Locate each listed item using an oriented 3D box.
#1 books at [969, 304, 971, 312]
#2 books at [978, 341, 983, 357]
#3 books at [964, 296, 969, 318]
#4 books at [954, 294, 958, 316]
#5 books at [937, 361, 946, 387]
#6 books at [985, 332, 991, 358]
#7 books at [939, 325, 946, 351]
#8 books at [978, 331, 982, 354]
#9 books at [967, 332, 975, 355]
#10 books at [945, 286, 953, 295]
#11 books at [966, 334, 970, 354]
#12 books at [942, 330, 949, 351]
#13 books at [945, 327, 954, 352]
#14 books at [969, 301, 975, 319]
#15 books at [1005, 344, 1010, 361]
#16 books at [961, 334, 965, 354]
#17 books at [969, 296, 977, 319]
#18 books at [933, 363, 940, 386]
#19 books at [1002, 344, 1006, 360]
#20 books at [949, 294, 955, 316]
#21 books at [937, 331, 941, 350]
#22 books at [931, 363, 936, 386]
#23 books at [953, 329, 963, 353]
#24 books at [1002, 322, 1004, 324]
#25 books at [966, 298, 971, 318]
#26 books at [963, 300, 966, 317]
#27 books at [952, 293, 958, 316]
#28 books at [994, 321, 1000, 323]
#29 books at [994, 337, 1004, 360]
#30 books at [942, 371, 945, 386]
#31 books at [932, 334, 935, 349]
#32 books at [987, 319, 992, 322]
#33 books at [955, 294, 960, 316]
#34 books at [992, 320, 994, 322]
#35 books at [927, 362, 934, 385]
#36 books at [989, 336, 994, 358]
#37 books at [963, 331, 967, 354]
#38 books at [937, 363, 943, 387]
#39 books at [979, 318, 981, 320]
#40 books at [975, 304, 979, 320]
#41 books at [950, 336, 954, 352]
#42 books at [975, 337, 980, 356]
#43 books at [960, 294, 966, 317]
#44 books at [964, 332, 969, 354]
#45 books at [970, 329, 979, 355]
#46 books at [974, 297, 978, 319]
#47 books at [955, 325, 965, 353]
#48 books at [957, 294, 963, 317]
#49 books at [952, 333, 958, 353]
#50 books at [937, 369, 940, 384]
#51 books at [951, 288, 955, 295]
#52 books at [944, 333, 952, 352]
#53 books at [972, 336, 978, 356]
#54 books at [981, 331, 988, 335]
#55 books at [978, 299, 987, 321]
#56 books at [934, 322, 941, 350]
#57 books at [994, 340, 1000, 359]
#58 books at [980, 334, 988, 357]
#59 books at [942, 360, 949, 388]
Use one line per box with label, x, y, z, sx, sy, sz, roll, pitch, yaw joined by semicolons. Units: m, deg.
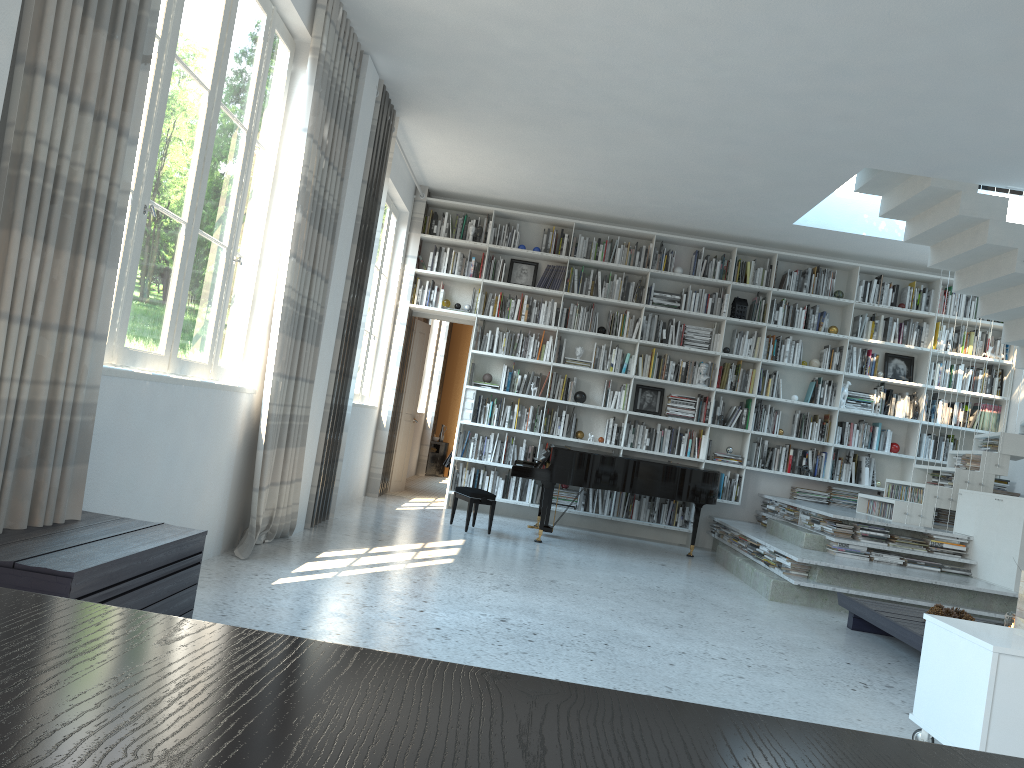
books;4.715;-0.755;9.210;0.014;0.226;0.133;9;-2;2
books;4.817;-0.346;9.185;0.034;0.182;0.156;9;-2;2
books;4.672;-0.775;9.203;0.027;0.249;0.154;9;-2;2
books;4.564;-0.797;9.200;0.014;0.260;0.167;9;-2;2
books;4.409;-0.094;9.153;0.014;0.285;0.185;9;-2;2
books;4.887;-0.388;9.177;0.023;0.287;0.163;9;-2;2
books;4.376;-0.462;9.095;0.026;0.263;0.189;9;-2;2
books;4.796;-0.399;9.188;0.024;0.281;0.153;9;-2;2
books;4.669;-0.403;9.123;0.042;0.242;0.248;9;-2;2
books;4.511;-0.842;9.208;0.014;0.331;0.143;9;-2;2
books;4.640;-0.399;9.101;0.013;0.222;0.174;9;-2;2
books;4.409;-0.436;9.105;0.049;0.223;0.161;9;-2;2
books;4.472;-0.446;9.113;0.023;0.263;0.158;9;-2;2
books;4.733;-0.744;9.196;0.026;0.208;0.163;9;-2;2
books;5.080;-0.323;9.156;0.011;0.216;0.170;9;-2;2
books;4.592;-0.398;9.105;0.014;0.206;0.184;9;-2;2
books;4.767;-0.777;9.203;0.012;0.285;0.159;9;-2;2
books;4.351;-0.083;9.156;0.023;0.247;0.182;9;-2;2
books;5.057;-0.341;9.175;0.040;0.246;0.160;9;-2;2
books;4.522;-0.796;9.192;0.023;0.243;0.182;9;-2;2
books;4.347;-0.437;9.103;0.024;0.205;0.166;9;-2;2
books;4.327;-0.087;9.185;0.026;0.250;0.161;9;-2;2
books;4.556;-0.428;9.099;0.023;0.253;0.189;9;-2;2
books;5.070;-0.732;9.164;0.014;0.286;0.190;9;-2;2
books;4.696;-0.765;9.194;0.025;0.237;0.143;9;-2;2
books;4.652;-0.772;9.193;0.011;0.236;0.148;9;-2;2
books;4.555;-0.822;9.193;0.012;0.306;0.184;9;-2;2
books;5.005;-0.706;9.168;0.012;0.216;0.192;9;-2;2
books;5.024;-0.352;9.176;0.029;0.258;0.163;9;-2;2
books;4.423;-0.042;9.183;0.028;0.191;0.136;9;-2;2
books;4.314;-0.486;9.129;0.036;0.293;0.135;9;-2;2
books;4.919;-0.708;9.173;0.024;0.193;0.186;9;-2;2
books;4.586;-0.802;9.201;0.027;0.275;0.148;9;-2;2
books;4.969;-0.727;9.189;0.068;0.247;0.160;9;-2;2
books;4.308;-0.093;9.173;0.012;0.254;0.161;9;-2;2
books;4.930;-0.365;9.171;0.070;0.254;0.154;9;-2;2
books;4.612;-0.413;9.111;0.022;0.242;0.144;9;-2;2
books;4.387;-0.082;9.167;0.026;0.256;0.173;9;-2;2
books;4.845;-0.740;9.205;0.010;0.235;0.131;9;-2;2
books;4.809;-0.734;9.192;0.057;0.212;0.163;9;-2;2
books;4.498;-0.407;9.152;0.038;0.199;0.170;9;-2;2
books;4.772;-0.370;9.162;0.013;0.212;0.187;9;-2;2
books;4.634;-0.788;9.196;0.029;0.264;0.179;9;-2;2
books;4.629;-0.408;9.111;0.012;0.237;0.166;9;-2;2
books;4.767;-0.412;9.177;0.010;0.295;0.165;9;-2;2
books;4.778;-0.765;9.198;0.015;0.263;0.143;9;-2;2
books;4.581;-0.445;9.104;0.022;0.296;0.152;9;-2;2
books;4.608;-0.790;9.196;0.022;0.259;0.163;9;-2;2
books;4.529;-0.410;9.118;0.025;0.211;0.135;9;-2;2
books;4.368;-0.075;9.173;0.011;0.238;0.173;9;-2;2
books;4.545;-0.833;9.209;0.012;0.326;0.151;9;-2;2
books;4.443;-0.416;9.097;0.024;0.193;0.190;9;-2;2
books;4.744;-0.378;9.168;0.023;0.220;0.171;9;-2;2
books;4.871;-0.394;9.188;0.011;0.294;0.151;9;-2;2
books;4.881;-0.755;9.202;0.069;0.277;0.132;9;-2;2
books;4.337;-0.483;9.105;0.010;0.294;0.183;9;-2;2
books;4.973;-0.338;9.167;0.023;0.213;0.181;9;-2;2
books;4.851;-0.381;9.166;0.022;0.261;0.160;9;-2;2
books;4.456;-0.091;9.178;0.022;0.297;0.162;9;-2;2
